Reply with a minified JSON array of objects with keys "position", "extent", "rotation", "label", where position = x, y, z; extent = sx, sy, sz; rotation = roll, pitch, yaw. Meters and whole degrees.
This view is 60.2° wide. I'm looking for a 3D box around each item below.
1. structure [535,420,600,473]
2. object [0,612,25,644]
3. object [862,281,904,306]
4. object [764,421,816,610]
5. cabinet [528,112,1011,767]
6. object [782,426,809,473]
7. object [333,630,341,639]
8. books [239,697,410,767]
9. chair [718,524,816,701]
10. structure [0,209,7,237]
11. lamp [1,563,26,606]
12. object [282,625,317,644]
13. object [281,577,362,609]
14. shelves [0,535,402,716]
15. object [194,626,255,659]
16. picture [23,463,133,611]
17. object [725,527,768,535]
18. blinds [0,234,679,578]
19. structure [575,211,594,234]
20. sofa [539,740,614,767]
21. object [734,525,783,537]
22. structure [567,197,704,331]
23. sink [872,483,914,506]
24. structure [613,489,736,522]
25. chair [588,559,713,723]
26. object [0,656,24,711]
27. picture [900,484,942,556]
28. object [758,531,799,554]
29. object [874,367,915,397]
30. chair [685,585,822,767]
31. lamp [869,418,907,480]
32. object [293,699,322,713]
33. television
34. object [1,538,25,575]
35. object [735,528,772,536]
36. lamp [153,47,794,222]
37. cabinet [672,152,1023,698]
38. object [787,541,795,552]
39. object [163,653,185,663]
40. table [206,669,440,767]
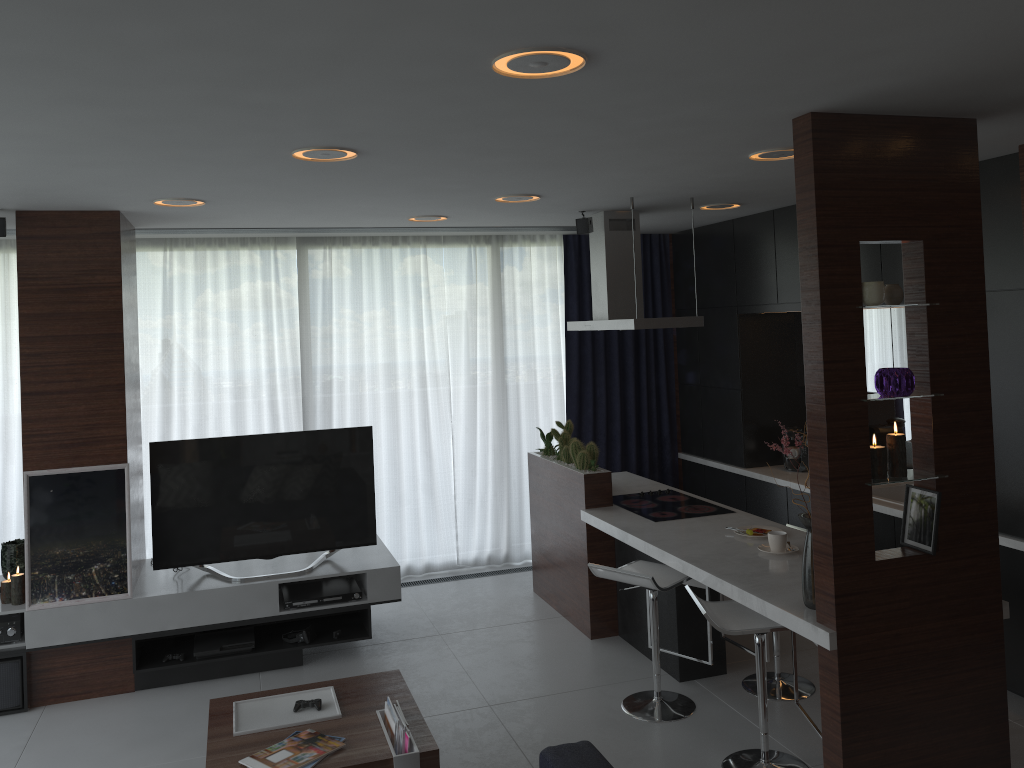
[{"position":[0.337,0.377,5.691],"extent":[0.223,0.286,1.001],"rotation":[-3,3,-15],"label":"structure"},{"position":[-2.742,1.253,4.623],"extent":[0.370,0.150,0.369],"rotation":[-3,3,-18],"label":"object"},{"position":[1.329,-0.323,3.163],"extent":[0.218,0.086,0.088],"rotation":[-5,2,-35],"label":"object"},{"position":[1.087,0.461,3.326],"extent":[0.388,0.735,0.197],"rotation":[-2,-1,-36],"label":"object"},{"position":[0.939,0.227,4.705],"extent":[0.787,2.551,3.335],"rotation":[-2,2,-18],"label":"cabinet"},{"position":[2.016,0.445,6.165],"extent":[0.270,0.312,0.214],"rotation":[-3,1,-33],"label":"object"},{"position":[-0.985,1.412,4.980],"extent":[0.044,0.043,0.043],"rotation":[-3,1,-17],"label":"object"},{"position":[2.314,1.123,5.608],"extent":[8.255,0.373,0.404],"rotation":[-5,3,-39],"label":"books"},{"position":[1.346,1.134,4.415],"extent":[0.464,0.741,0.395],"rotation":[-2,0,-22],"label":"chair"},{"position":[-2.637,-0.819,4.519],"extent":[0.084,0.142,0.114],"rotation":[-2,1,-28],"label":"structure"},{"position":[-2.620,1.044,4.640],"extent":[0.153,0.211,0.077],"rotation":[-2,0,31],"label":"lamp"},{"position":[-1.206,1.406,4.973],"extent":[0.183,0.079,0.117],"rotation":[-2,2,12],"label":"object"},{"position":[-1.100,1.203,5.080],"extent":[0.431,0.053,0.336],"rotation":[-4,4,-18],"label":"object"},{"position":[-1.879,1.338,5.107],"extent":[2.352,0.499,0.873],"rotation":[-3,3,-18],"label":"shelves"},{"position":[-1.595,1.430,4.904],"extent":[0.314,0.067,0.314],"rotation":[-3,4,-18],"label":"object"},{"position":[-2.248,0.786,4.584],"extent":[0.501,0.701,0.053],"rotation":[-2,-1,-18],"label":"picture"},{"position":[1.178,0.734,4.414],"extent":[0.248,0.008,0.026],"rotation":[1,5,41],"label":"object"},{"position":[-0.566,0.280,3.189],"extent":[5.803,2.773,7.140],"rotation":[-3,3,-14],"label":"blinds"},{"position":[0.458,-1.018,5.594],"extent":[0.084,0.142,0.114],"rotation":[-2,1,22],"label":"structure"},{"position":[-1.093,1.436,2.393],"extent":[2.875,0.608,1.900],"rotation":[-3,4,-18],"label":"sofa"},{"position":[1.229,0.742,4.408],"extent":[0.238,0.019,0.239],"rotation":[1,5,44],"label":"object"},{"position":[0.727,-0.724,5.557],"extent":[0.447,0.760,1.044],"rotation":[-2,2,-18],"label":"structure"},{"position":[2.401,0.624,5.053],"extent":[0.504,0.492,0.853],"rotation":[-3,3,-18],"label":"sink"},{"position":[0.893,0.720,5.198],"extent":[0.505,0.057,0.764],"rotation":[-4,4,-17],"label":"structure"},{"position":[0.658,1.191,4.227],"extent":[0.395,0.709,0.464],"rotation":[-2,0,45],"label":"chair"},{"position":[-2.611,1.514,4.547],"extent":[0.213,0.251,0.254],"rotation":[-3,1,-18],"label":"object"},{"position":[1.483,0.490,3.209],"extent":[0.051,0.222,0.175],"rotation":[-2,1,-14],"label":"picture"},{"position":[1.226,0.730,4.073],"extent":[0.182,0.086,0.182],"rotation":[-5,4,-41],"label":"object"},{"position":[1.375,-0.008,3.175],"extent":[0.134,0.098,0.133],"rotation":[-2,2,22],"label":"object"},{"position":[0.987,1.218,3.614],"extent":[0.464,0.709,0.396],"rotation":[-2,0,0],"label":"chair"},{"position":[1.340,0.230,3.173],"extent":[0.153,0.210,0.077],"rotation":[-2,-1,-6],"label":"lamp"},{"position":[-0.820,1.288,3.554],"extent":[0.112,0.036,0.071],"rotation":[-3,3,-5],"label":"object"},{"position":[-1.405,0.677,5.067],"extent":[1.231,0.787,0.297],"rotation":[-3,0,-18],"label":"television"},{"position":[-2.838,1.016,5.072],"extent":[0.169,0.229,0.168],"rotation":[-3,1,-41],"label":"object"},{"position":[1.716,0.571,5.087],"extent":[0.140,0.221,1.883],"rotation":[-2,3,37],"label":"object"},{"position":[2.198,-1.037,4.272],"extent":[9.603,0.084,5.342],"rotation":[-5,4,-31],"label":"lamp"},{"position":[2.192,0.111,5.651],"extent":[0.706,2.553,3.478],"rotation":[-2,2,-18],"label":"cabinet"},{"position":[1.283,0.755,4.088],"extent":[0.036,0.012,0.166],"rotation":[-2,4,8],"label":"object"},{"position":[-1.812,1.466,4.744],"extent":[0.112,0.036,0.071],"rotation":[-3,3,-5],"label":"object"},{"position":[-0.756,1.480,3.431],"extent":[0.801,0.352,0.806],"rotation":[-3,3,-18],"label":"table"}]
